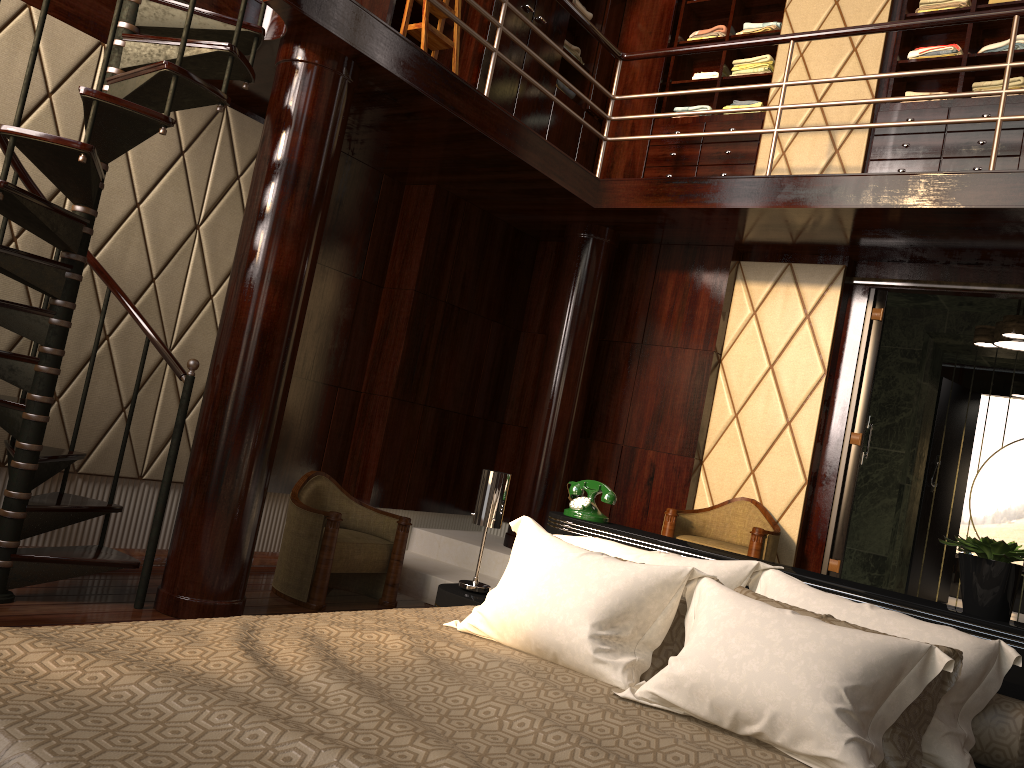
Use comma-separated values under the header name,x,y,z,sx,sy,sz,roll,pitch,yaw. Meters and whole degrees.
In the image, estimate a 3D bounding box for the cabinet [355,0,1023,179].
name,x,y,z,sx,sy,sz,roll,pitch,yaw
cabinet,2.368,-1.971,3.996,6.767,2.432,2.576,8,-5,36

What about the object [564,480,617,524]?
name,x,y,z,sx,sy,sz,roll,pitch,yaw
object,0.262,0.388,2.978,0.158,0.131,0.178,11,-4,-1

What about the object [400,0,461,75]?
name,x,y,z,sx,sy,sz,roll,pitch,yaw
object,-0.371,-1.803,4.511,0.258,0.974,0.275,8,-5,36

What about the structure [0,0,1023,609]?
name,x,y,z,sx,sy,sz,roll,pitch,yaw
structure,1.273,-0.309,2.847,6.107,3.189,3.750,8,-5,36

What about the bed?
name,x,y,z,sx,sy,sz,roll,pitch,yaw
bed,0.097,0.668,1.682,1.985,0.660,2.381,8,-5,36

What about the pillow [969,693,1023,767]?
name,x,y,z,sx,sy,sz,roll,pitch,yaw
pillow,0.587,0.701,2.352,1.396,0.167,0.173,8,-5,36

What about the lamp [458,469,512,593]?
name,x,y,z,sx,sy,sz,roll,pitch,yaw
lamp,-0.084,0.477,2.897,0.106,0.385,0.109,8,-5,43

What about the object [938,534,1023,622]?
name,x,y,z,sx,sy,sz,roll,pitch,yaw
object,1.227,0.493,2.269,0.256,0.205,0.241,10,-4,18

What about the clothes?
name,x,y,z,sx,sy,sz,roll,pitch,yaw
clothes,2.440,-1.934,4.835,4.996,0.954,0.818,9,-5,29

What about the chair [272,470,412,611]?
name,x,y,z,sx,sy,sz,roll,pitch,yaw
chair,-0.815,0.718,4.145,0.462,0.550,0.571,8,-5,36

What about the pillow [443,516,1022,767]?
name,x,y,z,sx,sy,sz,roll,pitch,yaw
pillow,0.431,0.571,2.099,1.322,0.320,0.685,8,-5,38

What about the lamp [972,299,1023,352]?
name,x,y,z,sx,sy,sz,roll,pitch,yaw
lamp,2.859,-0.380,5.031,0.515,0.347,0.467,13,-4,-24

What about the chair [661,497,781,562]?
name,x,y,z,sx,sy,sz,roll,pitch,yaw
chair,1.083,0.840,4.543,0.571,0.550,0.462,8,-5,36

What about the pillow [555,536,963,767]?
name,x,y,z,sx,sy,sz,roll,pitch,yaw
pillow,0.432,0.594,2.062,1.123,0.271,0.293,8,-5,37

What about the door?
name,x,y,z,sx,sy,sz,roll,pitch,yaw
door,2.444,0.492,4.701,1.435,1.820,0.828,9,-5,35
